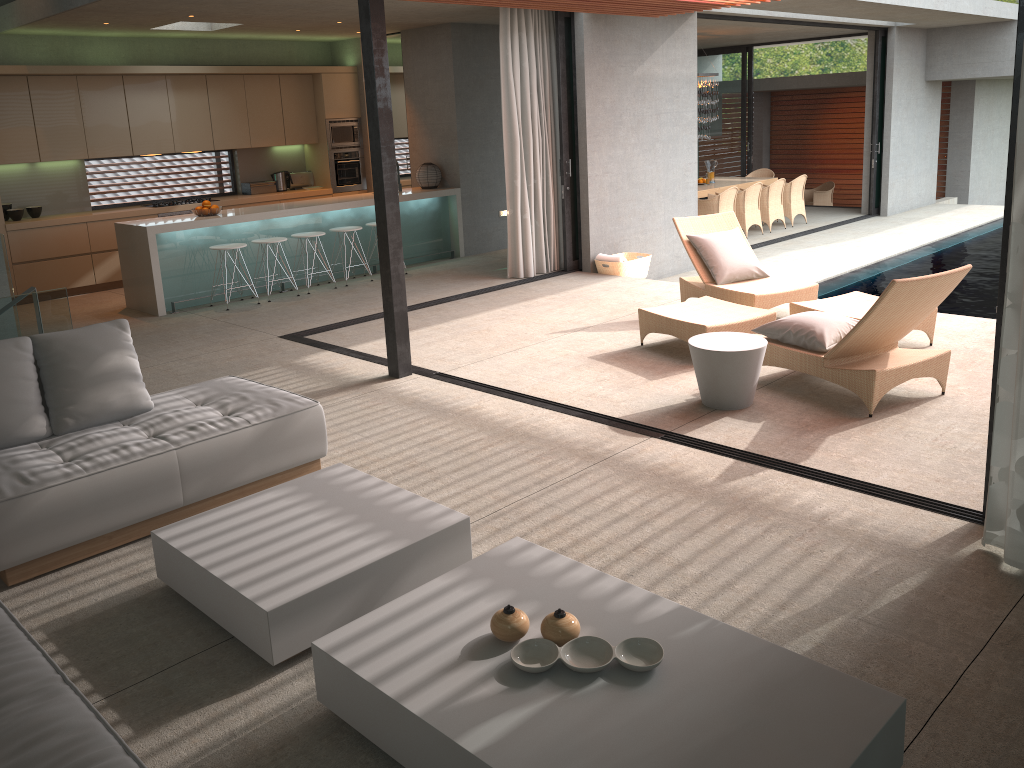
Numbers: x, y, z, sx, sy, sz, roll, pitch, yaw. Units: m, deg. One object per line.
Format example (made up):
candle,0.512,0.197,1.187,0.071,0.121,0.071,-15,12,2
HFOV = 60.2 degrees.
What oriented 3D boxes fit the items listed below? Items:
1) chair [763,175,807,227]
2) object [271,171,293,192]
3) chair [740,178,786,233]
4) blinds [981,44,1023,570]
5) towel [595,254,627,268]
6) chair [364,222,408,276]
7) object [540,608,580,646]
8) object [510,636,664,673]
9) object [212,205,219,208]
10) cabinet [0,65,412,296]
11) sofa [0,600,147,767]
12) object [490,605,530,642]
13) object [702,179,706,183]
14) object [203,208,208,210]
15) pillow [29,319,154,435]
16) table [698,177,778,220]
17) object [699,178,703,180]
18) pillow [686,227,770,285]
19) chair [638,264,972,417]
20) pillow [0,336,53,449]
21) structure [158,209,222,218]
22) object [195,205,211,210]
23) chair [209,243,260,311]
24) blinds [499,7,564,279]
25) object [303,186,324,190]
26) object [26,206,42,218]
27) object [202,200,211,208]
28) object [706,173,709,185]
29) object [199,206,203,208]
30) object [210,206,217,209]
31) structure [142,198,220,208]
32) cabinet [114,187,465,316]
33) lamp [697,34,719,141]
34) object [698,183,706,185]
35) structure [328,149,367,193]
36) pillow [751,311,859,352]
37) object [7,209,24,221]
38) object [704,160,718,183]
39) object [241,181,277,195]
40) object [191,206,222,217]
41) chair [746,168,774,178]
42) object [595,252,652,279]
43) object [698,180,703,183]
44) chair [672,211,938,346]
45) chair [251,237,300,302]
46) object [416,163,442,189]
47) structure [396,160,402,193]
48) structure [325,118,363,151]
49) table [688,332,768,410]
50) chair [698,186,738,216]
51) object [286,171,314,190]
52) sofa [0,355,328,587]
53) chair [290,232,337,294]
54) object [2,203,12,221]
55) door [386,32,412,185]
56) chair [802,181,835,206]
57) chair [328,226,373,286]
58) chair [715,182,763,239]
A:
chair,4.712,-3.163,15.164,0.635,0.848,0.624,11,20,44
object,-3.231,-2.847,12.395,0.280,0.280,0.179,-15,18,-38
chair,4.191,-2.982,14.658,0.635,0.848,0.624,11,20,44
blinds,2.628,-0.520,2.352,0.225,2.871,2.444,-15,19,-43
towel,1.183,-1.333,10.086,0.313,0.306,0.372,-17,20,-42
chair,-1.522,-1.596,10.472,0.385,0.612,0.386,11,19,44
object,0.144,0.719,2.635,0.120,0.104,0.120,-15,19,-38
object,0.214,0.782,2.530,0.437,0.039,0.158,-2,17,1
object,-3.194,-1.880,9.499,0.094,0.092,0.096,7,18,33
cabinet,-3.053,-2.798,11.397,1.980,2.520,7.560,11,21,43
sofa,-1.532,0.906,1.992,1.061,0.739,3.487,-17,22,-42
object,-0.007,0.716,2.670,0.119,0.104,0.121,-5,15,-9
object,3.275,-3.460,15.090,0.087,0.085,0.088,8,18,35
object,-3.244,-1.829,9.362,0.081,0.079,0.082,-7,15,-15
pillow,-2.103,-0.045,4.436,0.498,0.474,0.268,-17,20,-42
table,3.160,-3.033,15.169,1.290,0.743,3.296,13,23,43
object,3.217,-3.495,15.078,0.071,0.047,0.073,-1,16,6
pillow,1.937,-1.151,7.930,0.612,0.419,0.433,-11,17,-25
chair,1.847,-0.502,6.049,0.705,0.812,2.325,-11,18,-28
pillow,-2.444,0.061,4.106,0.240,0.489,0.498,11,20,44
structure,-4.008,-1.932,11.098,0.080,0.491,0.838,10,20,44
object,-3.286,-1.845,9.393,0.173,0.098,0.098,-3,15,0
chair,-2.897,-1.119,9.132,0.385,0.612,0.386,11,19,44
blinds,0.233,-2.675,9.833,0.231,2.881,0.896,8,17,41
object,-2.805,-2.765,12.480,0.310,0.034,0.316,1,17,14
object,-5.510,-1.982,10.202,0.170,0.124,0.172,7,18,31
object,-3.272,-1.921,9.467,0.095,0.092,0.095,-10,16,-23
object,3.040,-3.551,14.965,0.544,0.379,0.329,-11,17,-27
object,-3.339,-1.864,9.483,0.086,0.085,0.089,-1,15,6
object,-3.178,-1.851,9.411,0.087,0.085,0.088,8,18,35
structure,-4.199,-2.283,11.204,0.467,0.089,0.849,13,23,43
cabinet,-2.380,-1.677,10.413,0.806,0.883,4.171,11,22,43
lamp,3.065,-4.988,14.917,0.622,1.724,0.626,10,18,44
object,3.199,-3.431,15.136,0.310,0.034,0.316,1,17,14
structure,-2.488,-3.083,12.767,0.501,0.569,0.603,11,21,44
pillow,1.988,-0.362,5.759,0.600,0.191,0.601,-13,20,-32
object,-5.582,-1.901,9.948,0.170,0.124,0.172,7,18,31
object,3.441,-3.671,15.292,0.193,0.380,0.196,4,15,27
object,-3.491,-2.710,12.203,0.242,0.157,0.405,12,22,43
object,-3.261,-1.843,9.449,0.318,0.080,0.319,13,23,43
chair,4.580,-3.595,16.604,0.622,0.848,0.637,11,20,44
object,1.288,-1.315,10.205,0.449,0.295,0.688,12,22,43
object,3.209,-3.437,15.041,0.081,0.079,0.082,-7,15,-15
chair,2.282,-0.896,7.272,0.704,0.812,2.328,-10,18,-24
chair,-2.563,-1.234,9.456,0.385,0.612,0.386,11,19,44
object,-1.092,-2.729,11.574,0.342,0.328,0.345,8,18,36
structure,-1.513,-2.618,11.103,0.098,0.433,0.260,-15,18,-43
structure,-2.527,-3.573,12.671,0.463,0.429,0.603,12,21,44
table,1.331,-0.075,5.465,0.476,0.386,0.483,5,17,26
chair,3.150,-2.622,13.646,0.635,0.848,0.624,11,20,44
object,-3.041,-2.914,12.649,0.151,0.243,0.394,11,21,44
sofa,-1.875,0.213,4.359,1.021,0.719,1.615,12,22,43
chair,-2.226,-1.351,9.784,0.385,0.612,0.386,11,19,44
object,-5.769,-1.937,9.995,0.225,0.184,0.229,3,17,22
door,-2.627,-0.955,7.111,5.776,4.392,15.623,2,17,17
chair,6.887,-4.098,19.849,0.631,0.848,0.628,-7,15,-14
chair,-1.876,-1.473,10.126,0.385,0.612,0.386,11,19,44
chair,3.670,-2.802,14.152,0.635,0.848,0.624,11,20,44
